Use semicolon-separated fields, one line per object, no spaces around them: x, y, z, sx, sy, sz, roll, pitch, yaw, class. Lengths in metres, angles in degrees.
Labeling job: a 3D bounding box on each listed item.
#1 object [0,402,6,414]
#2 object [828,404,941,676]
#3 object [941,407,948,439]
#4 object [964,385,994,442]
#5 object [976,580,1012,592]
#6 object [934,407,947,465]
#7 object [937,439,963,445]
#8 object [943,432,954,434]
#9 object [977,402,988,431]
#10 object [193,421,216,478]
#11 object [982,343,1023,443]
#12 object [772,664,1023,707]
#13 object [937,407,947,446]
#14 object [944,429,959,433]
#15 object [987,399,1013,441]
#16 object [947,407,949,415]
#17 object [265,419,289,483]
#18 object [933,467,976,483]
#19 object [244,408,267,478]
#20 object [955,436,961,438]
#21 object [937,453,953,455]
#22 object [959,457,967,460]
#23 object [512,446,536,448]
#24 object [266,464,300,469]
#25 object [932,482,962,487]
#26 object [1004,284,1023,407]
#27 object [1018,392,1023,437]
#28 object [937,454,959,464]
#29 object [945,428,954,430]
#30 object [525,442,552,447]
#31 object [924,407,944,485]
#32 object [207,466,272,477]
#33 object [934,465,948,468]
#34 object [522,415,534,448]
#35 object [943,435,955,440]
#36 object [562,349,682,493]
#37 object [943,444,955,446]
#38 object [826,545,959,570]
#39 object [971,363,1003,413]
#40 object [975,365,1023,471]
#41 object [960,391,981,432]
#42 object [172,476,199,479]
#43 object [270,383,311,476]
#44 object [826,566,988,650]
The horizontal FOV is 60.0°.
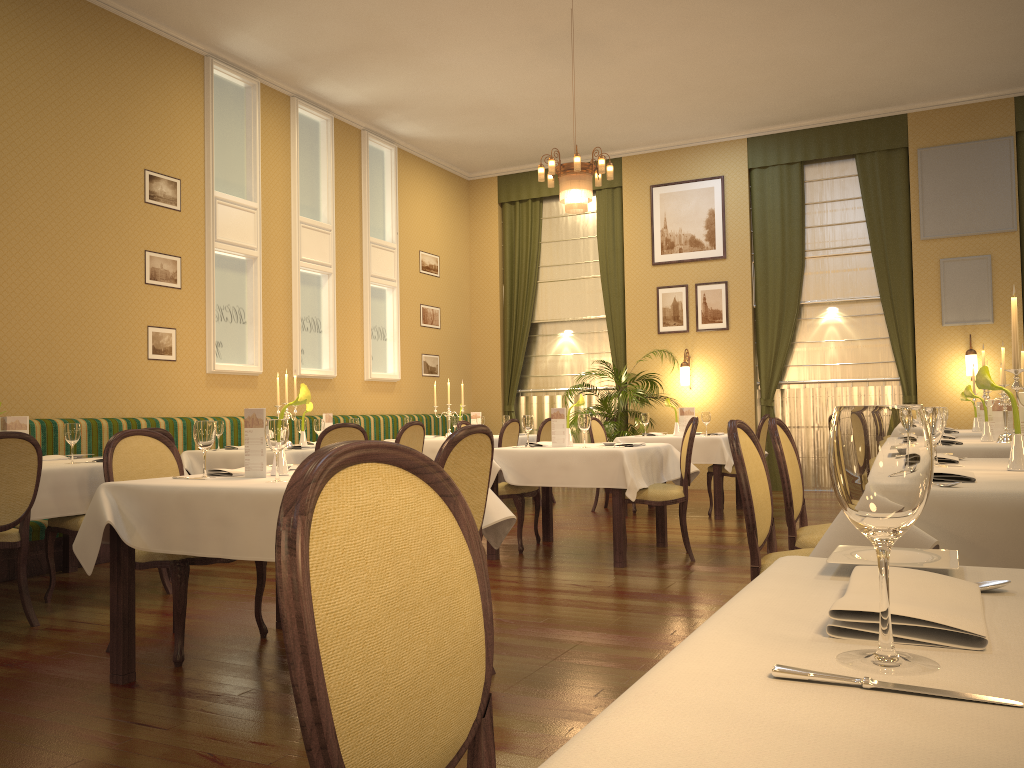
-2.996;0.277;5.102;0.076;0.375;0.163;-1;-2;8;object
0.331;0.133;0.792;0.088;0.229;0.088;0;-2;-16;object
2.993;0.277;6.178;0.088;0.229;0.088;0;-2;-16;object
3.066;0.190;5.822;0.076;0.375;0.163;1;-3;-42;object
0.522;0.249;1.110;0.181;0.015;0.038;-2;-2;28;object
1.669;0.206;3.498;0.088;0.229;0.088;0;-2;-16;object
2.700;0.358;5.468;0.142;0.033;0.273;-2;-2;26;object
3.698;0.423;7.617;0.181;0.015;0.038;-2;-2;28;object
4.402;0.301;8.196;0.166;0.277;0.081;-1;-2;-2;object
-1.234;0.262;3.562;0.088;0.229;0.088;0;-2;-16;object
3.108;0.045;5.596;0.390;0.655;0.131;0;-2;-29;object
0.303;0.240;0.710;0.185;0.010;0.017;-2;-2;28;object
2.555;0.254;5.302;0.088;0.229;0.088;0;-2;-16;object
3.885;0.422;7.865;0.142;0.033;0.273;-2;-2;26;object
3.217;0.237;5.799;0.166;0.277;0.081;-1;-2;-2;object
4.178;0.341;8.575;0.088;0.229;0.088;0;-2;-16;object
-0.859;0.244;3.245;0.088;0.229;0.088;0;-2;-16;object
1.375;0.286;2.788;0.142;0.033;0.273;-2;-2;26;object
-1.029;0.236;3.553;0.081;0.277;0.166;0;-2;-17;object
3.184;0.392;6.496;0.181;0.015;0.038;-2;-2;28;object
1.864;0.321;3.928;0.160;0.024;0.160;-2;-2;26;object
1.859;0.321;3.816;0.181;0.015;0.038;-2;-2;28;object
0.085;0.442;6.205;0.185;0.010;0.017;-2;-2;28;object
-1.039;0.377;3.992;0.160;0.024;0.160;-2;-2;26;object
1.188;0.288;2.541;0.181;0.015;0.038;-2;-2;28;object
1.783;-0.027;2.916;0.390;0.655;0.131;0;-2;-29;object
1.893;0.166;3.119;0.166;0.277;0.081;-1;-2;-2;object
1.772;0.311;3.674;0.142;0.033;0.273;-2;-2;26;object
4.281;0.446;8.750;0.142;0.033;0.273;-2;-2;26;object
0.216;0.440;6.462;0.142;0.033;0.273;-2;-2;26;object
1.230;0.182;2.621;0.088;0.229;0.088;0;-2;-16;object
-1.131;0.367;3.737;0.142;0.033;0.273;-2;-2;26;object
1.432;0.299;3.096;0.160;0.024;0.160;-2;-2;26;object
0.113;0.335;6.287;0.088;0.229;0.088;0;-2;-22;object
3.097;0.382;6.354;0.142;0.033;0.273;-2;-2;26;object
1.375;0.460;11.110;1.496;1.807;1.552;-1;-2;7;object
2.513;0.359;5.221;0.181;0.015;0.038;-2;-2;28;object
0.526;0.249;1.222;0.160;0.024;0.160;-2;-2;26;object
4.293;0.109;7.993;0.390;0.655;0.131;-1;-2;-8;object
1.741;0.118;3.141;0.076;0.375;0.163;1;-3;-42;object
4.251;0.254;8.218;0.076;0.375;0.163;1;-3;-42;object
-1.262;0.369;3.479;0.185;0.010;0.017;-2;-2;28;object
-0.905;0.185;3.615;0.163;0.375;0.076;-1;-2;3;object
0.434;0.238;0.968;0.142;0.033;0.273;-2;-2;26;object
